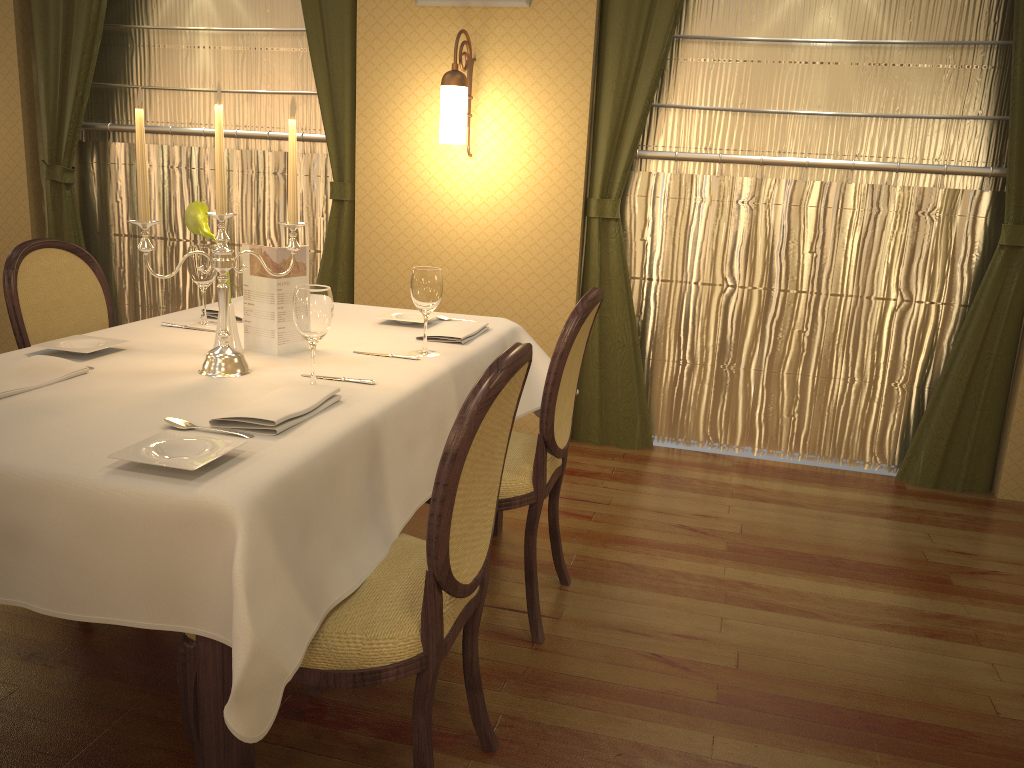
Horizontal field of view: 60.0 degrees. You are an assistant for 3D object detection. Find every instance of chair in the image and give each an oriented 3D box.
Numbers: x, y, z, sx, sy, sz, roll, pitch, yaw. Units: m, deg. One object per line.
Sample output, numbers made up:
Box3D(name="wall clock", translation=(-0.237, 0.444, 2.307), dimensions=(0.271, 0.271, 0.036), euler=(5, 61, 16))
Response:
Box3D(name="chair", translation=(-1.249, 0.031, 2.863), dimensions=(0.571, 0.955, 0.530), euler=(7, 15, 14))
Box3D(name="chair", translation=(-0.277, 0.368, 1.731), dimensions=(0.571, 0.955, 0.530), euler=(7, 15, 14))
Box3D(name="chair", translation=(-0.062, 0.181, 2.523), dimensions=(0.571, 0.955, 0.530), euler=(7, 15, 14))

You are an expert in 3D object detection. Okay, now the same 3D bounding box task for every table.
Box3D(name="table", translation=(-0.654, 0.285, 2.372), dimensions=(1.385, 0.759, 2.152), euler=(7, 15, 14))

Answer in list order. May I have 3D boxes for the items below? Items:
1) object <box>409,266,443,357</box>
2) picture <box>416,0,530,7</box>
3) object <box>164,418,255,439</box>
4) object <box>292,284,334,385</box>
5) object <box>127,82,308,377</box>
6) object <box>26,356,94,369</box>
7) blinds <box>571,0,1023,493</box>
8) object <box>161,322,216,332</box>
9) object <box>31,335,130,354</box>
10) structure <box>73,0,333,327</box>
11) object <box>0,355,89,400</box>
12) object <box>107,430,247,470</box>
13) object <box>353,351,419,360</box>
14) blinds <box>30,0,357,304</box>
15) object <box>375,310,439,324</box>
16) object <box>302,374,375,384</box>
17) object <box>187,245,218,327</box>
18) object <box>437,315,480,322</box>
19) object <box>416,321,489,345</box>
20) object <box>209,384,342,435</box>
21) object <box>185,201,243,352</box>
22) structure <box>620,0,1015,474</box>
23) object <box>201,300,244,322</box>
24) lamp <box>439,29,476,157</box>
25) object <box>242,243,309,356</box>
Box3D(name="object", translation=(-0.228, -0.193, 2.354), dimensions=(0.088, 0.229, 0.088), euler=(-4, 16, -27))
Box3D(name="picture", translation=(-0.153, -2.000, 3.725), dimensions=(0.512, 0.769, 0.027), euler=(7, 15, 14))
Box3D(name="object", translation=(-0.559, 0.082, 1.631), dimensions=(0.181, 0.015, 0.038), euler=(7, 15, 15))
Box3D(name="object", translation=(-0.433, -0.097, 1.930), dimensions=(0.088, 0.229, 0.088), euler=(-4, 16, -27))
Box3D(name="object", translation=(-0.655, -0.343, 2.001), dimensions=(0.390, 0.655, 0.131), euler=(-2, 15, -20))
Box3D(name="object", translation=(-1.047, -0.050, 2.058), dimensions=(0.185, 0.010, 0.017), euler=(7, 15, 15))
Box3D(name="blinds", translation=(1.277, -1.829, 3.443), dimensions=(1.876, 4.537, 0.129), euler=(7, 15, 14))
Box3D(name="object", translation=(-0.919, -0.162, 2.532), dimensions=(0.185, 0.010, 0.017), euler=(7, 15, 15))
Box3D(name="object", translation=(-1.059, -0.089, 2.185), dimensions=(0.160, 0.024, 0.160), euler=(7, 15, 14))
Box3D(name="structure", translation=(-1.518, -2.169, 4.244), dimensions=(1.900, 4.511, 0.134), euler=(7, 15, 14))
Box3D(name="object", translation=(-1.053, -0.015, 1.880), dimensions=(0.142, 0.033, 0.273), euler=(7, 15, 14))
Box3D(name="object", translation=(-0.551, 0.118, 1.472), dimensions=(0.160, 0.024, 0.160), euler=(7, 15, 14))
Box3D(name="object", translation=(-0.332, -0.078, 2.322), dimensions=(0.185, 0.010, 0.017), euler=(7, 15, 14))
Box3D(name="blinds", translation=(-1.541, -2.154, 4.127), dimensions=(1.878, 4.537, 0.129), euler=(7, 15, 14))
Box3D(name="object", translation=(-0.329, -0.203, 2.796), dimensions=(0.160, 0.024, 0.160), euler=(7, 15, 14))
Box3D(name="object", translation=(-0.405, -0.014, 2.052), dimensions=(0.185, 0.010, 0.017), euler=(7, 15, 14))
Box3D(name="object", translation=(-0.900, -0.288, 2.586), dimensions=(0.088, 0.229, 0.088), euler=(-4, 16, -27))
Box3D(name="object", translation=(-0.170, -0.209, 2.871), dimensions=(0.181, 0.015, 0.038), euler=(7, 15, 15))
Box3D(name="object", translation=(-0.174, -0.157, 2.653), dimensions=(0.142, 0.024, 0.273), euler=(7, 15, 14))
Box3D(name="object", translation=(-0.465, 0.045, 1.771), dimensions=(0.142, 0.033, 0.273), euler=(7, 15, 14))
Box3D(name="object", translation=(-0.751, -0.269, 2.243), dimensions=(0.163, 0.375, 0.076), euler=(13, 17, 35))
Box3D(name="structure", translation=(1.299, -1.844, 3.560), dimensions=(1.898, 4.511, 0.137), euler=(7, 15, 14))
Box3D(name="object", translation=(-0.842, -0.235, 2.801), dimensions=(0.142, 0.033, 0.273), euler=(7, 15, 14))
Box3D(name="lamp", translation=(-0.232, -1.234, 3.769), dimensions=(0.114, 0.513, 0.323), euler=(4, 14, 3))
Box3D(name="object", translation=(-0.603, -0.214, 2.267), dimensions=(0.166, 0.277, 0.081), euler=(-1, 15, -14))
